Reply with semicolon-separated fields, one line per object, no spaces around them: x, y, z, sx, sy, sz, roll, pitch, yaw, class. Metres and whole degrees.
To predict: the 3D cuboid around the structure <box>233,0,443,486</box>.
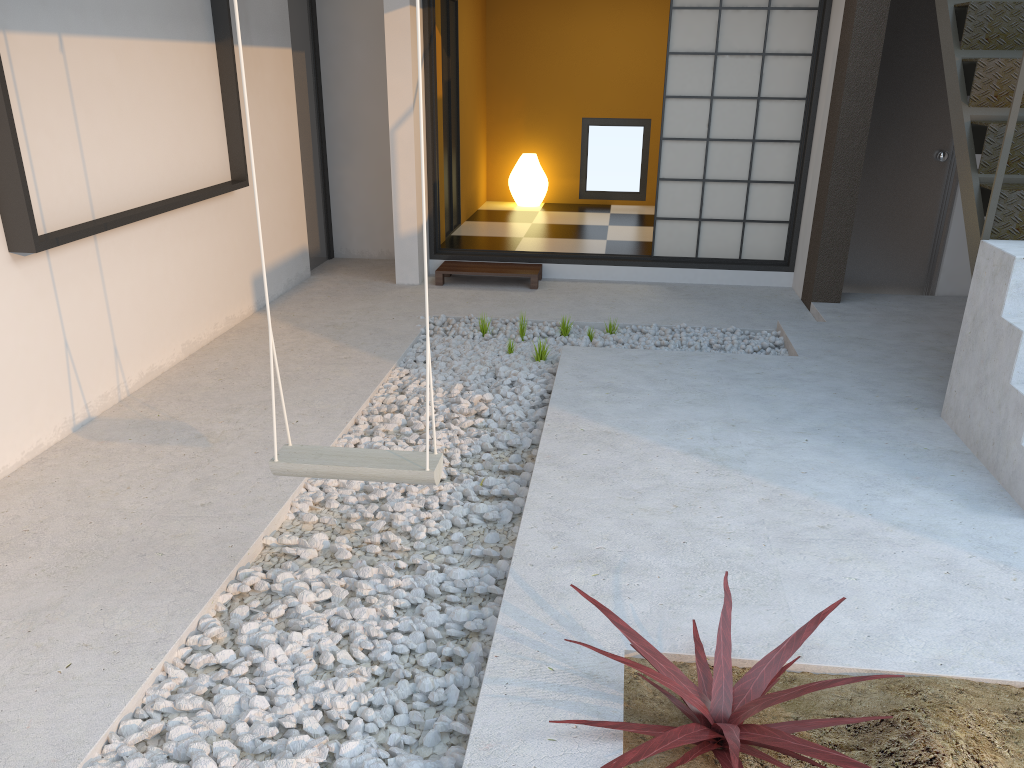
-0.422;-0.621;2.093;0.462;1.933;0.124;3;24;6;structure

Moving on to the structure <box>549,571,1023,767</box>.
0.683;0.717;1.874;1.202;0.302;0.722;3;21;6;structure

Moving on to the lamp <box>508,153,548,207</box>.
0.158;-1.963;8.544;0.387;0.518;0.381;-1;22;-4;lamp

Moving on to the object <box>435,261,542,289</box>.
-0.155;-0.762;6.154;0.702;0.104;0.338;3;20;6;object

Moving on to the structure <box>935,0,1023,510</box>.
2.674;-2.469;4.931;1.158;4.086;6.332;3;21;6;structure
